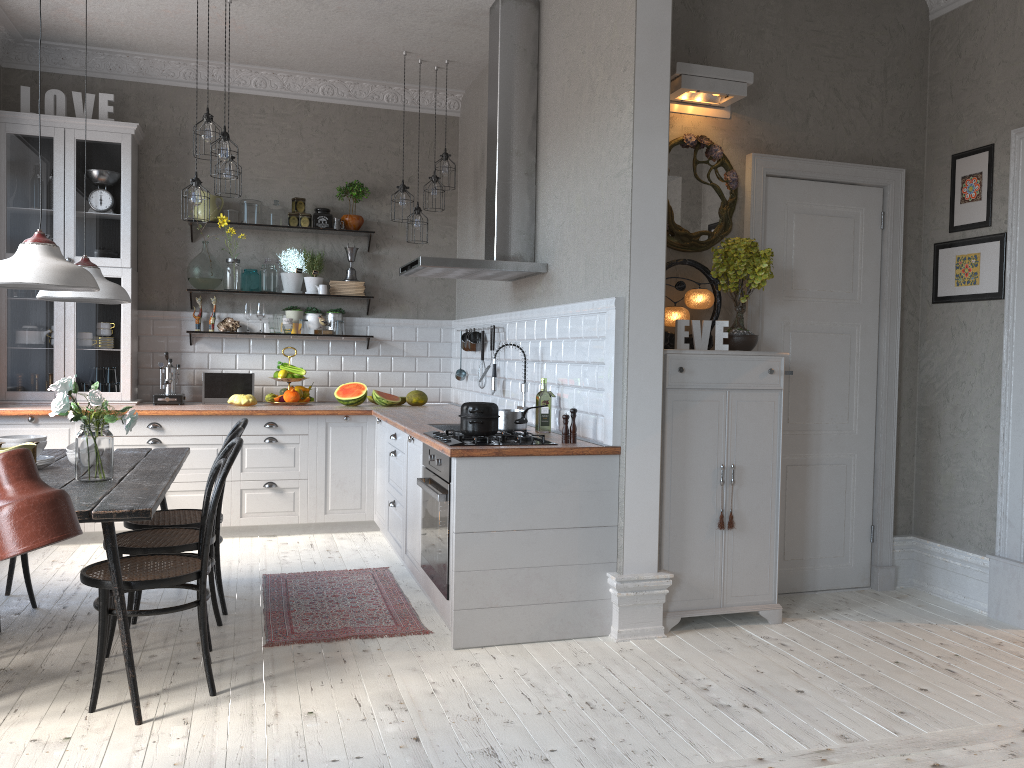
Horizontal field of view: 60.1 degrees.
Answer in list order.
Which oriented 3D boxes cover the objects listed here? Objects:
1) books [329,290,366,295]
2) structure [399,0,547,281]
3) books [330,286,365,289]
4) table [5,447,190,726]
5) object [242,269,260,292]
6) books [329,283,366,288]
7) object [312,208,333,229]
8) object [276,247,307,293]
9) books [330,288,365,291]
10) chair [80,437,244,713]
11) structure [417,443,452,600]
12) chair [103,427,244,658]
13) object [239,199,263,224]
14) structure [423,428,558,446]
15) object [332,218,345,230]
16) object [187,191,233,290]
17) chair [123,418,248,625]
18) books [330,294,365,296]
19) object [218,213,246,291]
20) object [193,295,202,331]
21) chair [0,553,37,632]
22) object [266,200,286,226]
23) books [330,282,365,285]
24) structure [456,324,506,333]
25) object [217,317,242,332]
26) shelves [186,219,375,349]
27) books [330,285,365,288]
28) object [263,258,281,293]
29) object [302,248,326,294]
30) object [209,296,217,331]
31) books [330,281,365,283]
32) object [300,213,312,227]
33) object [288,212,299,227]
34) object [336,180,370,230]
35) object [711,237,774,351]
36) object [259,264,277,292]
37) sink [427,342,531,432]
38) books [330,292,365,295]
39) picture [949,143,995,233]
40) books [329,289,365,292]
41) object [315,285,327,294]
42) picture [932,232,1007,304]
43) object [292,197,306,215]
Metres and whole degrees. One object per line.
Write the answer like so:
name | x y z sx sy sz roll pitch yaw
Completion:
books | -1.255 -0.697 6.752 0.262 0.016 0.157 1 2 -6
structure | -0.231 -1.434 5.133 0.722 1.595 0.703 1 2 -17
books | -1.254 -0.729 6.751 0.264 0.011 0.156 1 2 -15
table | -1.877 0.731 3.654 0.916 0.735 1.895 1 2 -17
object | -1.932 -0.761 6.549 0.127 0.172 0.125 1 2 -14
books | -1.253 -0.751 6.750 0.262 0.016 0.157 1 2 -6
object | -1.432 -1.240 6.687 0.144 0.174 0.140 1 2 -17
object | -1.632 -0.850 6.645 0.245 0.354 0.234 1 2 0
books | -1.254 -0.718 6.751 0.263 0.011 0.156 1 2 -12
chair | -1.288 0.662 3.275 0.557 0.920 0.431 0 2 -20
structure | -0.096 0.606 4.165 0.626 0.623 0.614 1 2 -17
chair | -1.440 0.643 3.780 0.553 0.920 0.434 1 2 -10
object | -1.911 -1.248 6.486 0.169 0.184 0.174 2 2 22
structure | -0.115 0.242 4.149 0.502 0.031 0.598 1 2 -17
object | -1.298 -1.196 6.630 0.094 0.096 0.073 1 2 -17
object | -2.203 -1.014 6.346 0.331 0.674 0.341 3 2 41
chair | -1.558 0.625 4.244 0.557 0.920 0.431 0 2 -20
books | -1.255 -0.674 6.753 0.264 0.011 0.156 1 2 -15
object | -2.024 -0.942 6.362 0.195 0.540 0.276 0 2 -25
object | -2.278 -0.511 6.426 0.060 0.264 0.054 3 3 44
chair | -2.464 0.614 3.984 0.551 0.920 0.436 1 2 -5
object | -1.765 -1.267 6.632 0.137 0.220 0.142 2 2 32
books | -1.253 -0.761 6.750 0.263 0.016 0.156 1 2 -9
structure | -0.225 -0.374 6.073 0.096 0.053 1.072 1 2 -16
object | -2.068 -0.432 6.456 0.180 0.111 0.094 0 2 -40
shelves | -1.705 -0.701 6.596 1.333 0.923 0.225 1 2 -18
books | -1.254 -0.740 6.751 0.263 0.011 0.156 1 2 -12
object | -1.807 -0.807 6.652 0.132 0.264 0.130 1 2 -12
object | -1.489 -0.859 6.638 0.166 0.380 0.188 2 2 33
object | -2.172 -0.509 6.444 0.052 0.264 0.062 2 2 19
books | -1.253 -0.772 6.750 0.263 0.011 0.156 1 2 -12
object | -1.537 -1.209 6.601 0.083 0.113 0.082 1 2 -7
object | -1.622 -1.210 6.577 0.084 0.113 0.082 1 2 -17
object | -1.193 -1.347 6.713 0.260 0.397 0.242 1 2 7
object | 1.121 -0.436 4.310 0.294 0.553 0.344 2 2 17
object | -1.788 -0.773 6.503 0.124 0.206 0.125 1 2 5
sink | -0.156 0.128 4.803 0.535 0.720 0.480 1 2 -18
books | -1.255 -0.686 6.752 0.263 0.011 0.156 1 2 -12
picture | 2.381 -1.008 4.595 0.012 0.416 0.278 1 2 -16
books | -1.254 -0.707 6.752 0.263 0.016 0.156 1 2 -9
object | -1.411 -0.703 6.604 0.105 0.071 0.063 2 2 12
picture | 2.373 -0.594 4.611 0.014 0.331 0.483 1 2 -16
object | -1.584 -1.321 6.572 0.084 0.113 0.081 0 2 -37
